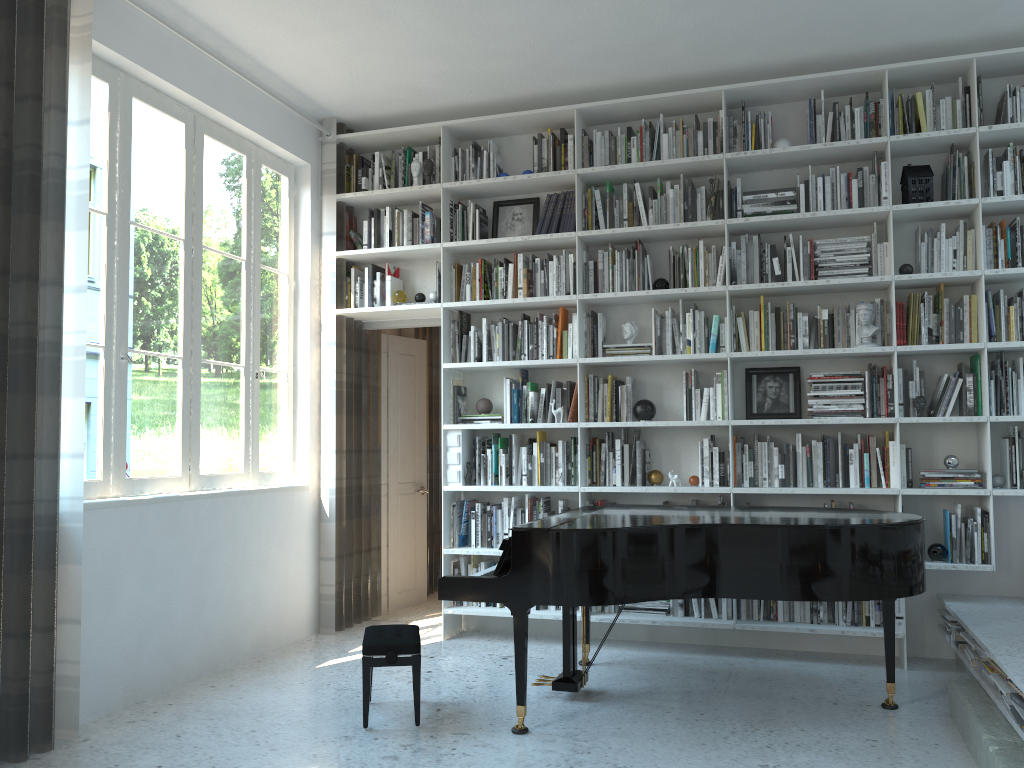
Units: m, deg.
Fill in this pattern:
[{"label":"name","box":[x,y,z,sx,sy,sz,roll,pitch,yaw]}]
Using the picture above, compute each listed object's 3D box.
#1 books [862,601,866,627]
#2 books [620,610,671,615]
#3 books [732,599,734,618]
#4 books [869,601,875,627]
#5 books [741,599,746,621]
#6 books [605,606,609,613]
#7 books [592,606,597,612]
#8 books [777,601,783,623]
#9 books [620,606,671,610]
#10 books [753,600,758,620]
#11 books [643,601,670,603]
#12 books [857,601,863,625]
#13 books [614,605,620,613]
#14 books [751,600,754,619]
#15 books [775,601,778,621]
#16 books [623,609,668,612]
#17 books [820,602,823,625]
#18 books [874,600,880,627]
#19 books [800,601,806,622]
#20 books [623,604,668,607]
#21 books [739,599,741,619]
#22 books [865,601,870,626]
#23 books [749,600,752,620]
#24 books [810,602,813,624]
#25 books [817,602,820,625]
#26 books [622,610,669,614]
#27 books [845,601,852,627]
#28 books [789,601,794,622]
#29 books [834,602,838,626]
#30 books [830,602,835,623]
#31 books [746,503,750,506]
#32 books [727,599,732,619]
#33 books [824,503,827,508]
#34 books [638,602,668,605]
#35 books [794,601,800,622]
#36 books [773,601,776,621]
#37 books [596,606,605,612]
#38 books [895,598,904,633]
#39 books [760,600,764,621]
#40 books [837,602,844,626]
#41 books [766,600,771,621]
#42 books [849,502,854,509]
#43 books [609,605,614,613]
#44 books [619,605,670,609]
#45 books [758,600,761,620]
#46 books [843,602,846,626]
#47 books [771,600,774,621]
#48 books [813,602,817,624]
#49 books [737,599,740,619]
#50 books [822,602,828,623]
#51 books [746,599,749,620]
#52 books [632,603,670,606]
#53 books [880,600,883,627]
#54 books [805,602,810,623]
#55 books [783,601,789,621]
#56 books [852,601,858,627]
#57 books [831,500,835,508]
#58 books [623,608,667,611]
[{"label":"books","box":[1.872,1.148,4.735,0.011,0.258,0.171,-1,-4,18]},{"label":"books","box":[0.774,1.301,5.100,0.285,0.007,0.159,-2,-4,18]},{"label":"books","box":[1.244,1.179,4.963,0.021,0.237,0.115,-1,-4,18]},{"label":"books","box":[1.911,1.173,4.721,0.022,0.205,0.191,-1,-4,18]},{"label":"books","box":[1.288,1.166,4.920,0.026,0.256,0.183,-1,-4,18]},{"label":"books","box":[0.566,1.201,5.161,0.023,0.231,0.164,-1,-4,18]},{"label":"books","box":[0.496,1.221,5.193,0.025,0.198,0.160,-1,-4,18]},{"label":"books","box":[1.471,1.186,4.858,0.028,0.206,0.175,-1,-4,18]},{"label":"books","box":[0.771,1.273,5.092,0.285,0.007,0.159,-1,-4,14]},{"label":"books","box":[1.353,1.162,4.920,0.025,0.263,0.145,-1,-4,18]},{"label":"books","box":[0.772,1.239,5.094,0.285,0.007,0.159,-1,-4,14]},{"label":"books","box":[1.858,1.159,4.755,0.028,0.238,0.140,-1,-4,18]},{"label":"books","box":[0.617,1.175,5.155,0.027,0.282,0.129,-1,-4,18]},{"label":"books","box":[1.340,1.166,4.934,0.010,0.258,0.131,-1,-4,18]},{"label":"books","box":[1.459,1.163,4.888,0.012,0.255,0.150,-1,-4,18]},{"label":"books","box":[0.774,1.287,5.100,0.254,0.007,0.161,-2,-4,18]},{"label":"books","box":[1.670,1.139,4.799,0.014,0.288,0.185,-1,-4,18]},{"label":"books","box":[1.938,1.162,4.725,0.028,0.227,0.162,-1,-4,18]},{"label":"books","box":[1.585,1.157,4.844,0.028,0.261,0.132,-1,-4,18]},{"label":"books","box":[0.773,1.259,5.093,0.254,0.007,0.161,-1,-4,14]},{"label":"books","box":[1.278,1.178,4.948,0.010,0.237,0.134,-1,-4,18]},{"label":"books","box":[1.892,1.182,4.737,0.024,0.191,0.155,-1,-4,18]},{"label":"books","box":[1.325,1.125,4.929,0.014,0.340,0.140,-1,-4,18]},{"label":"books","box":[1.624,1.142,4.817,0.013,0.285,0.185,-1,-4,18]},{"label":"books","box":[1.656,1.116,4.804,0.014,0.335,0.183,-1,-4,18]},{"label":"books","box":[0.771,1.294,5.092,0.254,0.007,0.161,-2,-4,22]},{"label":"books","box":[1.803,1.153,4.744,0.044,0.251,0.187,-2,-4,18]},{"label":"books","box":[1.530,1.142,4.861,0.026,0.294,0.155,-1,-4,18]},{"label":"books","box":[1.740,1.177,4.767,0.010,0.205,0.180,-1,-4,18]},{"label":"books","box":[1.726,1.177,4.805,0.040,0.212,0.129,-2,-4,18]},{"label":"books","box":[1.301,0.799,4.881,0.012,0.284,0.137,-1,-4,18]},{"label":"books","box":[1.217,1.207,4.950,0.024,0.179,0.171,-1,-4,18]},{"label":"books","box":[1.687,0.788,4.767,0.012,0.285,0.159,-1,-4,18]},{"label":"books","box":[0.773,1.245,5.094,0.254,0.007,0.161,-1,-4,14]},{"label":"books","box":[1.558,1.171,4.853,0.030,0.234,0.138,-1,-4,18]},{"label":"books","box":[1.448,1.153,4.892,0.012,0.276,0.154,-1,-4,18]},{"label":"books","box":[0.530,1.226,5.174,0.053,0.184,0.148,-2,-4,18]},{"label":"books","box":[2.009,1.134,4.629,0.038,0.269,0.277,-2,-4,18]},{"label":"books","box":[1.389,1.137,4.900,0.034,0.311,0.170,-1,-4,18]},{"label":"books","box":[1.760,1.175,4.765,0.029,0.210,0.170,-2,-4,18]},{"label":"books","box":[1.420,1.169,4.899,0.022,0.246,0.144,-1,-4,18]},{"label":"books","box":[1.809,0.779,4.718,0.015,0.293,0.169,-1,-4,18]},{"label":"books","box":[0.592,1.203,5.162,0.027,0.227,0.139,-1,-4,18]},{"label":"books","box":[0.773,1.266,5.090,0.285,0.007,0.159,-2,-4,23]},{"label":"books","box":[1.367,1.124,4.907,0.012,0.337,0.144,-1,-4,18]},{"label":"books","box":[1.779,1.133,4.763,0.011,0.292,0.184,-1,-4,18]},{"label":"books","box":[1.435,1.172,4.891,0.012,0.238,0.128,-1,-4,18]},{"label":"books","box":[1.642,1.178,4.814,0.022,0.212,0.167,-1,-4,18]},{"label":"books","box":[1.266,1.170,4.949,0.012,0.254,0.161,-1,-4,18]},{"label":"books","box":[1.693,1.153,4.808,0.024,0.262,0.131,-1,-4,18]},{"label":"books","box":[1.307,1.144,4.916,0.014,0.300,0.184,-1,-4,18]},{"label":"books","box":[0.775,1.252,5.098,0.285,0.007,0.159,-2,-4,20]},{"label":"books","box":[1.954,1.147,4.712,0.013,0.256,0.176,-1,-4,18]},{"label":"books","box":[1.610,1.184,4.833,0.024,0.203,0.144,-1,-4,18]},{"label":"books","box":[1.507,1.192,4.877,0.030,0.196,0.143,-2,-4,18]},{"label":"books","box":[1.831,1.119,4.741,0.013,0.317,0.186,-1,-4,18]},{"label":"books","box":[1.719,0.777,4.743,0.013,0.303,0.181,-1,-4,18]},{"label":"books","box":[0.773,1.280,5.099,0.254,0.007,0.161,-2,-4,19]}]
